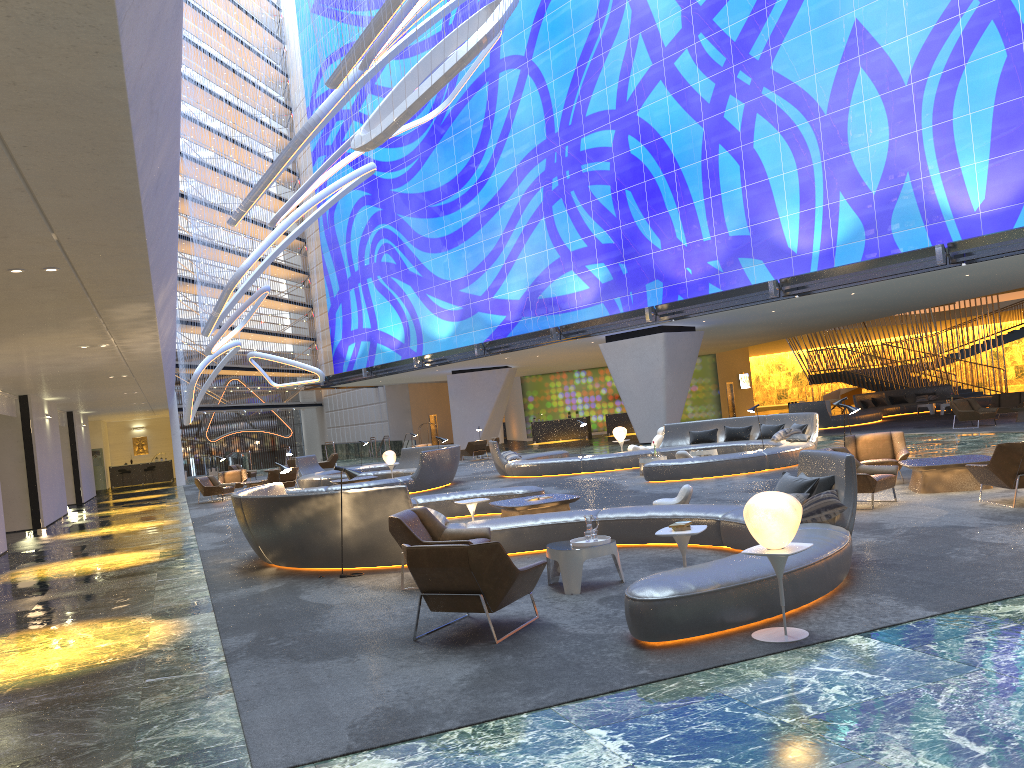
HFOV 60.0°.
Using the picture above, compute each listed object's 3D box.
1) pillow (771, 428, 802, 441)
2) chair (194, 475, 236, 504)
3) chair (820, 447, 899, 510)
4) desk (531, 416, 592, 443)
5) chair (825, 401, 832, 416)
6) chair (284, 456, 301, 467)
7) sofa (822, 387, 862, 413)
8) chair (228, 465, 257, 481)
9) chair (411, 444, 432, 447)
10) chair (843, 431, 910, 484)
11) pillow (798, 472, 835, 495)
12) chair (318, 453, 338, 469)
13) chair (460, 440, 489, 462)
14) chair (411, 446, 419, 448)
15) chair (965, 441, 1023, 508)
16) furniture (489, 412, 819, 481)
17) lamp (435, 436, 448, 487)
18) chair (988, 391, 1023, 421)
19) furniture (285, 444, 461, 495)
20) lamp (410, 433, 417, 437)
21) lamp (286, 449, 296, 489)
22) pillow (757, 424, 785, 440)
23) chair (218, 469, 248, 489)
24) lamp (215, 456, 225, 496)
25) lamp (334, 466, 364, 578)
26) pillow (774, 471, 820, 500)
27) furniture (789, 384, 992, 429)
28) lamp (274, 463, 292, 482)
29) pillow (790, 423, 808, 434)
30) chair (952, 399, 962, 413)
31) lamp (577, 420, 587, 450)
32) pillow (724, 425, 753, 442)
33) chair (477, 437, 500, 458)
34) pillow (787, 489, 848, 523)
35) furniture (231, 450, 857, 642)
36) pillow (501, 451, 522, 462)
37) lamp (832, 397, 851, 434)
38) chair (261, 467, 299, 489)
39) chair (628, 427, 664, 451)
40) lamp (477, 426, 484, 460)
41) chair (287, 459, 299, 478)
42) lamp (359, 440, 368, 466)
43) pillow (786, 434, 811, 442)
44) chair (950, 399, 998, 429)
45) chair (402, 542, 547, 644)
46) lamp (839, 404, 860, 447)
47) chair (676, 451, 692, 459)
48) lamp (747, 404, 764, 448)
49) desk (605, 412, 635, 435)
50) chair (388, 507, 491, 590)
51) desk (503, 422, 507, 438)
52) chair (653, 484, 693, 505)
[{"bbox_3d":[6.279,1.141,20.214,0.879,0.262,0.691,-7,-2,34],"label":"pillow"},{"bbox_3d":[-8.695,3.066,25.950,0.939,0.766,0.929,-6,-1,12],"label":"chair"},{"bbox_3d":[4.484,1.232,11.683,0.928,0.766,0.940,-5,-1,-43],"label":"chair"},{"bbox_3d":[2.565,2.367,45.997,2.980,1.097,0.813,-6,-1,18],"label":"desk"},{"bbox_3d":[11.935,1.116,34.220,0.730,0.882,1.156,-6,-1,23],"label":"chair"},{"bbox_3d":[-9.049,3.473,37.508,0.930,0.766,0.939,-6,-1,6],"label":"chair"},{"bbox_3d":[16.645,0.813,44.678,1.062,1.180,3.417,-6,-2,5],"label":"sofa"},{"bbox_3d":[-10.696,3.572,35.221,0.939,0.766,0.929,-6,-1,3],"label":"chair"},{"bbox_3d":[-3.657,2.878,36.537,0.928,0.766,0.940,-6,-1,-15],"label":"chair"},{"bbox_3d":[5.712,1.175,13.899,0.930,0.766,0.938,-6,-1,20],"label":"chair"},{"bbox_3d":[2.919,1.081,8.755,0.295,0.369,0.769,-6,-1,-8],"label":"pillow"},{"bbox_3d":[-7.634,3.294,36.545,0.937,0.766,0.931,-6,-1,-19],"label":"chair"},{"bbox_3d":[-1.438,2.566,34.035,0.928,0.766,0.940,-5,-1,-38],"label":"chair"},{"bbox_3d":[-3.392,2.770,34.014,0.939,0.766,0.929,-6,-1,12],"label":"chair"},{"bbox_3d":[6.094,1.028,10.569,0.929,0.766,0.939,-6,-1,-2],"label":"chair"},{"bbox_3d":[3.176,1.568,22.107,5.178,0.969,9.945,-5,-2,-29],"label":"furniture"},{"bbox_3d":[-1.748,1.956,22.412,0.384,1.300,0.202,-6,0,-4],"label":"lamp"},{"bbox_3d":[14.354,0.646,25.610,0.931,0.766,0.937,-7,-1,40],"label":"chair"},{"bbox_3d":[-4.043,2.429,25.410,5.184,0.969,9.933,-6,-2,-4],"label":"furniture"},{"bbox_3d":[-4.021,2.643,36.467,0.384,1.300,0.202,-6,0,-4],"label":"lamp"},{"bbox_3d":[-6.532,2.581,26.305,0.202,1.300,0.384,-6,0,-5],"label":"lamp"},{"bbox_3d":[6.179,1.135,21.175,0.314,0.386,0.786,-6,-1,-30],"label":"pillow"},{"bbox_3d":[-8.961,3.174,28.473,0.928,0.766,0.940,-6,-1,-15],"label":"chair"},{"bbox_3d":[-9.324,2.940,28.403,0.384,1.300,0.202,-6,0,-4],"label":"lamp"},{"bbox_3d":[-1.874,1.582,10.286,0.383,1.300,0.202,-6,0,-21],"label":"lamp"},{"bbox_3d":[2.735,1.072,8.648,0.315,0.386,0.785,-6,-1,-6],"label":"pillow"},{"bbox_3d":[13.296,0.858,32.998,9.923,0.969,5.189,-6,-2,-4],"label":"furniture"},{"bbox_3d":[-3.580,1.877,13.964,0.384,1.300,0.201,-6,0,28],"label":"lamp"},{"bbox_3d":[6.468,1.076,20.181,0.317,0.366,0.775,-6,-1,-5],"label":"pillow"},{"bbox_3d":[16.217,0.799,32.328,0.491,0.501,0.587,-6,-1,-4],"label":"chair"},{"bbox_3d":[1.961,1.636,24.510,0.385,1.300,0.201,-6,0,44],"label":"lamp"},{"bbox_3d":[5.555,1.217,21.857,0.760,0.417,0.281,-7,-1,37],"label":"pillow"},{"bbox_3d":[-0.977,2.571,35.690,0.938,0.766,0.930,-6,-1,-13],"label":"chair"},{"bbox_3d":[2.656,1.161,8.302,0.874,0.280,0.684,-6,-2,16],"label":"pillow"},{"bbox_3d":[-0.368,1.574,10.723,5.179,0.969,9.943,-5,-2,-25],"label":"furniture"},{"bbox_3d":[-0.075,1.915,23.666,0.692,0.262,0.878,-6,-2,-13],"label":"pillow"},{"bbox_3d":[6.935,0.923,18.478,0.384,1.300,0.201,-6,0,23],"label":"lamp"},{"bbox_3d":[-6.742,2.862,25.971,0.928,0.766,0.940,-5,-1,-38],"label":"chair"},{"bbox_3d":[3.726,1.643,23.878,1.157,0.882,0.729,-6,-1,-2],"label":"chair"},{"bbox_3d":[-1.228,2.284,34.369,0.202,1.300,0.384,-6,0,-5],"label":"lamp"},{"bbox_3d":[-8.232,3.297,34.674,0.931,0.766,0.937,-7,-1,31],"label":"chair"},{"bbox_3d":[-4.997,2.538,29.988,0.384,1.300,0.202,-6,0,-4],"label":"lamp"},{"bbox_3d":[6.193,1.179,19.142,0.445,0.207,0.443,-7,-2,30],"label":"pillow"},{"bbox_3d":[12.451,0.792,23.945,0.928,0.766,0.940,-6,-1,-23],"label":"chair"},{"bbox_3d":[-0.309,1.585,7.057,0.931,0.766,0.937,-7,-1,29],"label":"chair"},{"bbox_3d":[5.370,0.944,14.036,0.384,1.300,0.201,-6,0,31],"label":"lamp"},{"bbox_3d":[4.143,1.657,19.701,0.586,0.501,1.782,-7,-2,33],"label":"chair"},{"bbox_3d":[5.681,1.120,20.537,0.383,1.300,0.202,-6,0,-28],"label":"lamp"},{"bbox_3d":[6.428,1.964,46.004,2.980,1.097,0.813,-6,-1,16],"label":"desk"},{"bbox_3d":[-0.741,1.705,9.371,0.939,0.766,0.929,-6,-1,12],"label":"chair"},{"bbox_3d":[-1.004,3.239,61.608,2.980,1.097,0.813,-6,-1,18],"label":"desk"},{"bbox_3d":[2.180,1.611,11.846,0.587,0.501,0.491,-6,-1,13],"label":"chair"}]
